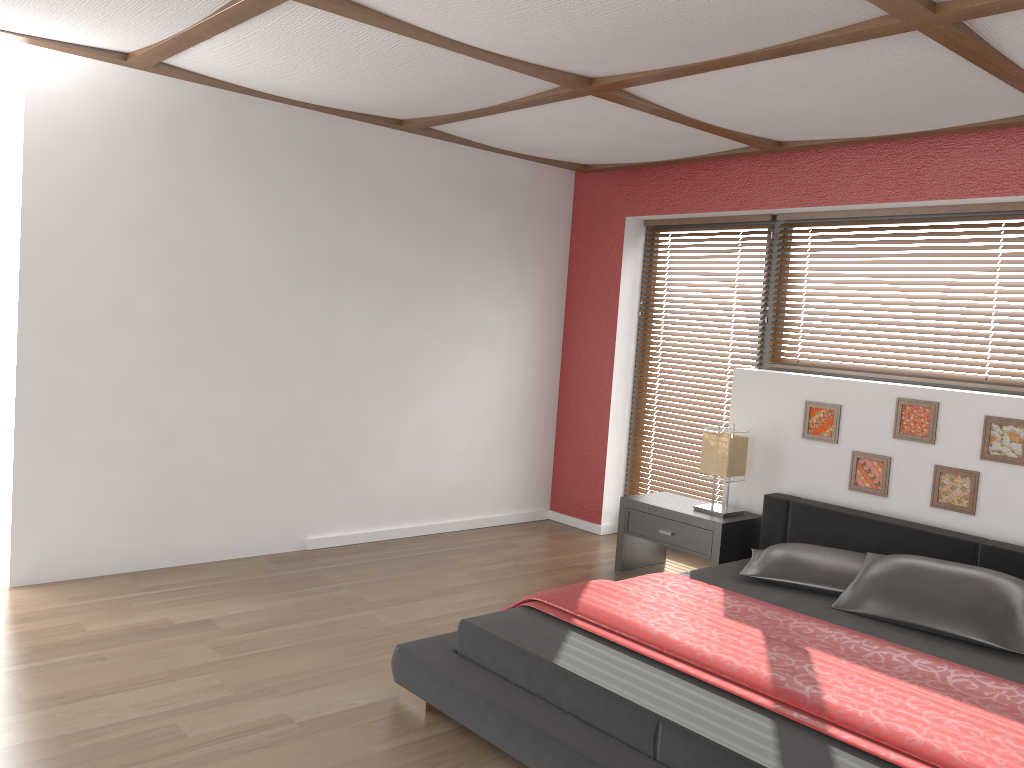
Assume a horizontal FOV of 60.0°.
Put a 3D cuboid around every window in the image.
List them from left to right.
[{"bbox_3d":[1.183,-0.043,5.623,0.020,1.893,0.889,1,5,-41],"label":"window"},{"bbox_3d":[2.498,-0.385,4.119,0.020,0.786,2.817,1,5,-41],"label":"window"}]

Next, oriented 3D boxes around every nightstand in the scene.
[{"bbox_3d":[0.977,0.889,4.938,0.413,0.423,0.700,1,5,-41],"label":"nightstand"}]

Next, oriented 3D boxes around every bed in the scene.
[{"bbox_3d":[1.108,0.942,3.266,2.413,0.577,2.469,1,5,-41],"label":"bed"}]

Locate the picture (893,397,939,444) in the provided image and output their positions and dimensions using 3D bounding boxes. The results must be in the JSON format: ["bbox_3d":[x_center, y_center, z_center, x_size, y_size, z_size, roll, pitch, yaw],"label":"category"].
[{"bbox_3d":[1.926,0.174,4.232,0.010,0.200,0.200,1,5,-41],"label":"picture"}]

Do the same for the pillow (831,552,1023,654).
[{"bbox_3d":[1.682,0.826,3.491,0.744,0.241,0.386,8,6,44],"label":"pillow"}]

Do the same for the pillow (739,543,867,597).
[{"bbox_3d":[1.408,0.826,3.935,0.745,0.172,0.418,6,5,24],"label":"pillow"}]

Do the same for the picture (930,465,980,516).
[{"bbox_3d":[2.043,0.488,4.094,0.010,0.200,0.200,1,5,-41],"label":"picture"}]

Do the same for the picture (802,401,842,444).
[{"bbox_3d":[1.604,0.197,4.600,0.010,0.200,0.200,1,5,-41],"label":"picture"}]

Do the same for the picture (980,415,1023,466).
[{"bbox_3d":[2.190,0.251,3.928,0.010,0.200,0.200,1,5,-41],"label":"picture"}]

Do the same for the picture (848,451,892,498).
[{"bbox_3d":[1.774,0.445,4.402,0.010,0.200,0.200,1,5,-41],"label":"picture"}]

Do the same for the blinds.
[{"bbox_3d":[2.403,0.189,4.119,0.032,1.952,4.840,1,5,-41],"label":"blinds"}]

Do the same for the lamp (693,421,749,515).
[{"bbox_3d":[1.145,0.447,4.812,0.200,0.480,0.200,1,5,-41],"label":"lamp"}]
